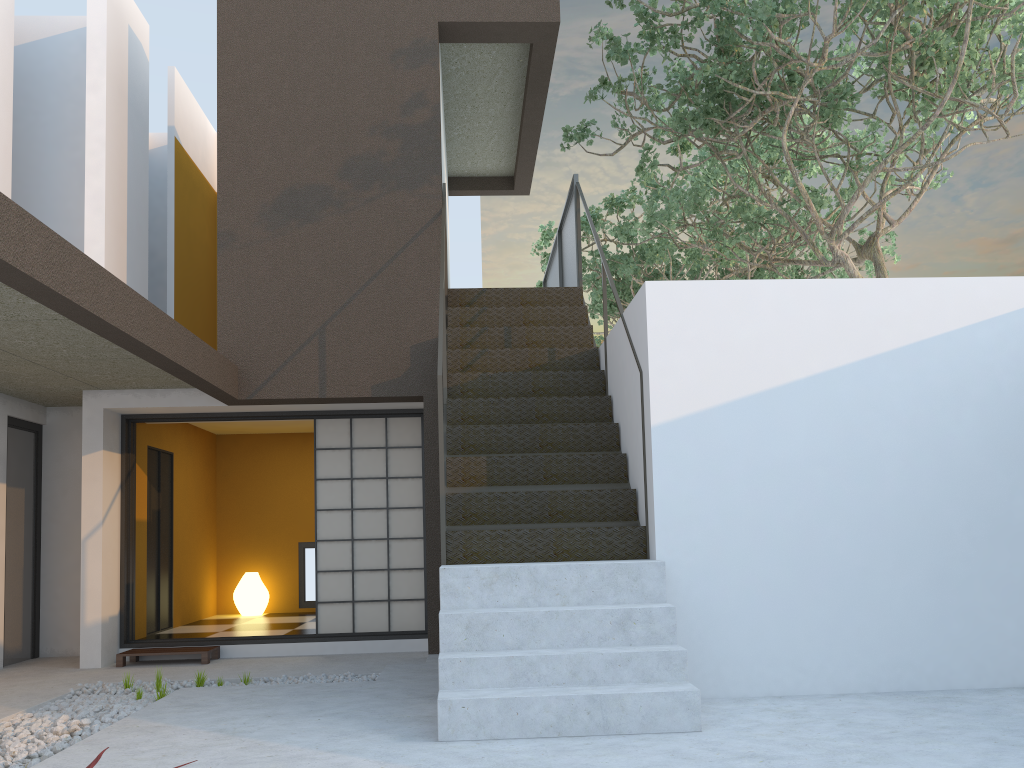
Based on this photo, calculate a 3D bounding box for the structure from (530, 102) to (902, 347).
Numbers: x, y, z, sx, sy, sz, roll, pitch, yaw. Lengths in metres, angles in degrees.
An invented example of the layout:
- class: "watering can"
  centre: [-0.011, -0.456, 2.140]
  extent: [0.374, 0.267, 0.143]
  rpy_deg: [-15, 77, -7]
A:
- class: "structure"
  centre: [3.106, -1.086, 13.656]
  extent: [5.512, 4.665, 7.369]
  rpy_deg: [2, -9, -23]

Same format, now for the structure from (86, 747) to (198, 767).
- class: "structure"
  centre: [-1.133, 1.303, 2.628]
  extent: [1.203, 0.289, 0.754]
  rpy_deg: [-1, -9, -3]

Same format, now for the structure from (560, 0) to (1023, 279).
- class: "structure"
  centre: [2.845, -2.084, 7.057]
  extent: [4.337, 3.671, 5.798]
  rpy_deg: [2, -9, -23]

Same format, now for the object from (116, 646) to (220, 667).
- class: "object"
  centre: [-2.744, 2.182, 7.073]
  extent: [0.703, 0.100, 0.353]
  rpy_deg: [-1, -9, -3]

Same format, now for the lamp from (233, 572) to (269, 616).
- class: "lamp"
  centre: [-2.914, 2.356, 9.868]
  extent: [0.387, 0.496, 0.398]
  rpy_deg: [0, -7, -14]

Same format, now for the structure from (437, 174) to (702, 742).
- class: "structure"
  centre: [0.047, 0.149, 7.260]
  extent: [1.158, 3.912, 6.617]
  rpy_deg: [-1, -8, -3]
